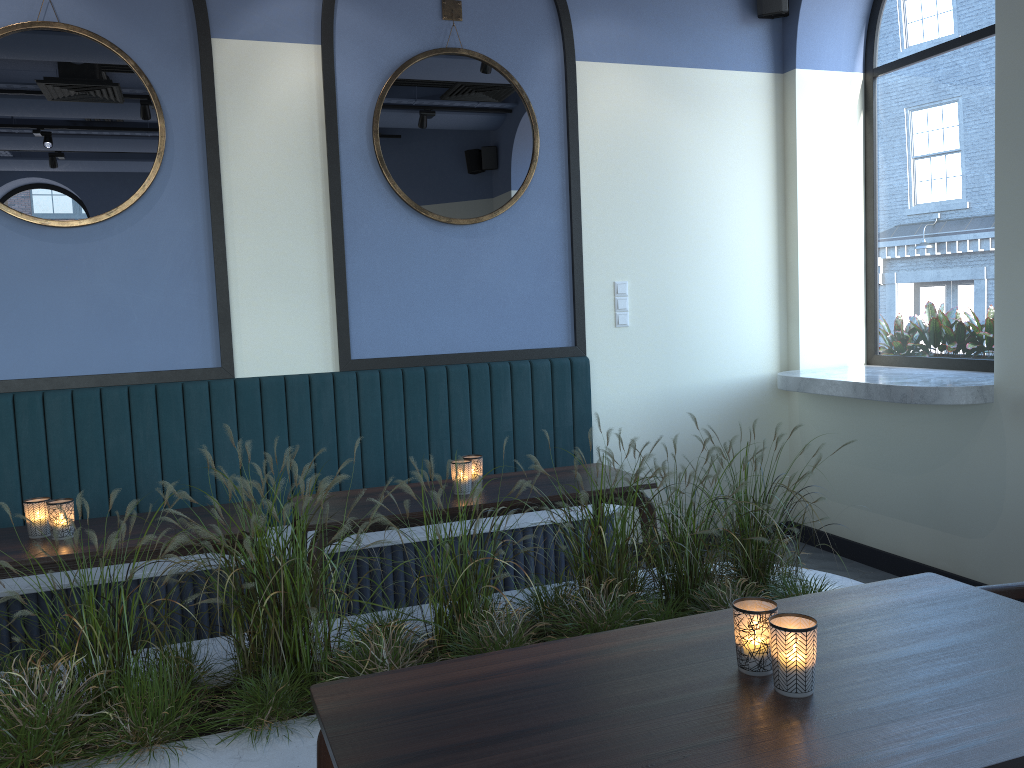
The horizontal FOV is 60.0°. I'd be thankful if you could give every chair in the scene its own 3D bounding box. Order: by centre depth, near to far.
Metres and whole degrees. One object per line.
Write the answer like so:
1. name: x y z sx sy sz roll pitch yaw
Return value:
1. chair: 1.384 0.804 1.907 0.525 0.793 0.618 -4 5 -21

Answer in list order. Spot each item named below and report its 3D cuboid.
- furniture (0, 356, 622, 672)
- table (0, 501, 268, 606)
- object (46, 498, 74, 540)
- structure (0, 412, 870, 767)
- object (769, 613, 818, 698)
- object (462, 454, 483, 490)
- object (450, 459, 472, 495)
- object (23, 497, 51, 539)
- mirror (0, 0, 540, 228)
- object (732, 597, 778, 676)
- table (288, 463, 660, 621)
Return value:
1. furniture: -1.020 0.738 1.739 4.800 1.150 4.703 -4 5 -20
2. table: -1.441 0.862 2.832 1.332 0.755 0.548 -4 5 -20
3. object: -1.417 0.426 2.790 0.078 0.120 0.078 -6 6 -37
4. structure: -1.139 0.688 2.055 4.878 1.207 1.143 -4 5 -19
5. object: 0.473 0.456 1.489 0.078 0.120 0.078 -3 5 -3
6. object: -0.146 0.329 3.308 0.078 0.120 0.078 -6 6 -37
7. object: -0.182 0.338 3.218 0.078 0.120 0.078 -6 6 -37
8. object: -1.508 0.427 2.826 0.078 0.120 0.078 -6 6 -37
9. mirror: -1.907 -1.215 3.769 4.357 1.089 0.026 -4 5 -20
10. object: 0.434 0.450 1.579 0.078 0.120 0.078 -3 5 -3
11. table: -0.130 0.767 3.313 1.332 0.755 0.548 -4 5 -20
